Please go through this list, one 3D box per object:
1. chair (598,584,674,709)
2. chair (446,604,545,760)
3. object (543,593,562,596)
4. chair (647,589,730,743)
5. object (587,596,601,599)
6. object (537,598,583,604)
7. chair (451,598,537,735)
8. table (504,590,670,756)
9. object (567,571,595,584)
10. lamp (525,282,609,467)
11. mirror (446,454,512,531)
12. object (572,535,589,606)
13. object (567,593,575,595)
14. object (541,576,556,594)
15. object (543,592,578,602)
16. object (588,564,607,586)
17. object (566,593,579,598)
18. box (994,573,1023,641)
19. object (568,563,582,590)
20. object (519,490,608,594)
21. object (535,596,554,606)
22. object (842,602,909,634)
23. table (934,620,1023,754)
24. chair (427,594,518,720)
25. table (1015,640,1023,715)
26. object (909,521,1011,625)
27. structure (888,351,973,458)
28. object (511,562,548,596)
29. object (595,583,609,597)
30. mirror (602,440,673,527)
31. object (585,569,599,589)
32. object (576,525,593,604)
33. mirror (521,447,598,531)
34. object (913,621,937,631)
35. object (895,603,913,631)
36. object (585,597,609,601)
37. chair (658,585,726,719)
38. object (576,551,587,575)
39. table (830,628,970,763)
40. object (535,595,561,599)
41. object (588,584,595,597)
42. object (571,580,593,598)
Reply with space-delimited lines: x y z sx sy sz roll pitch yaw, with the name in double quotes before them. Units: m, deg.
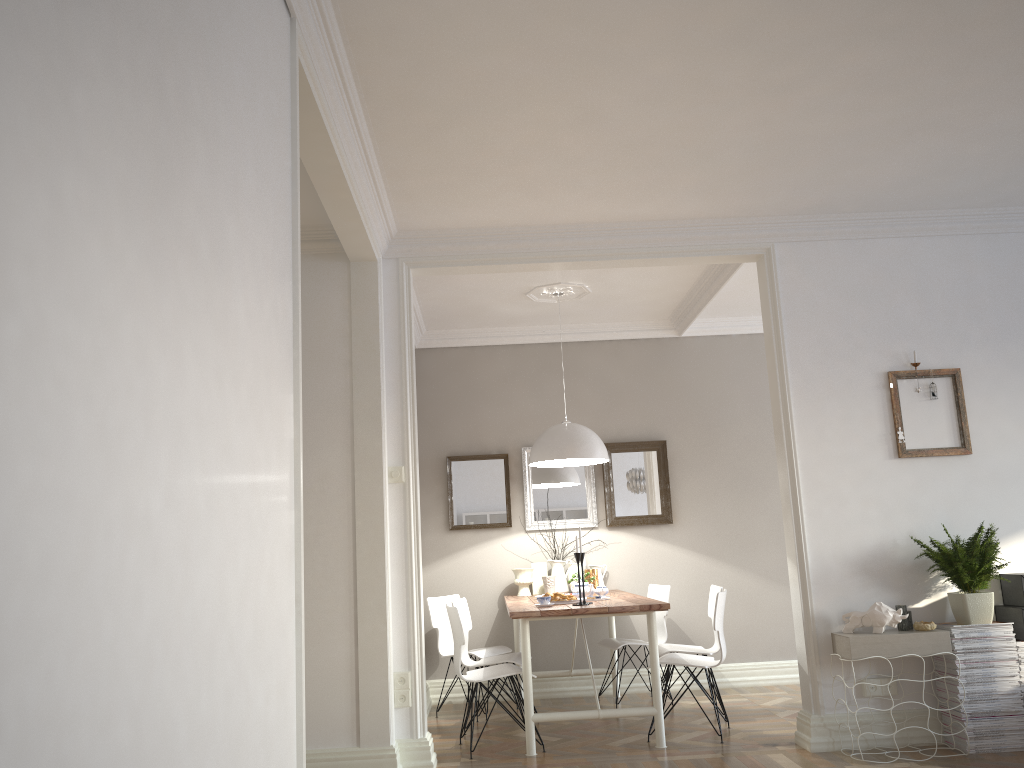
"chair" 0.855 1.807 6.165 0.479 0.783 0.433 -1 -10 -12
"chair" -0.111 1.622 4.948 0.479 0.783 0.433 -1 -10 -12
"object" 0.256 1.354 5.632 0.129 0.038 0.129 -4 -11 3
"chair" 1.007 1.580 5.030 0.479 0.783 0.432 -6 -11 18
"object" 0.511 1.301 5.383 0.100 0.025 0.066 2 -12 -24
"object" 0.291 1.289 5.256 0.287 0.019 0.288 0 -11 -14
"chair" -0.109 1.736 5.541 0.479 0.783 0.433 -4 -10 8
"table" 0.408 1.739 5.594 0.853 0.748 1.992 -3 -11 -2
"object" 0.494 1.402 6.271 0.169 0.161 0.178 -11 -13 38
"lamp" 0.344 -0.059 5.941 0.530 1.179 0.531 -4 -10 6
"mirror" -0.250 0.820 6.739 0.474 0.556 0.052 -3 -10 -2
"object" 0.374 1.040 4.976 0.095 0.395 0.095 -2 -10 -6
"object" 0.364 1.323 5.506 0.085 0.039 0.083 5 -13 -36
"object" 0.272 1.460 6.432 0.094 0.131 0.097 4 -13 -35
"object" 0.269 1.263 5.249 0.198 0.063 0.189 4 -13 -31
"object" 0.633 1.438 6.584 0.116 0.194 0.136 -8 -12 28
"object" 0.366 1.324 5.507 0.129 0.038 0.129 -3 -11 -2
"box" 2.705 1.108 4.447 0.419 0.315 0.299 -3 -10 -2
"object" 0.470 1.419 6.483 0.114 0.208 0.113 -3 -10 -2
"object" 0.389 1.143 6.531 0.698 0.779 0.353 1 -11 -19
"object" 0.192 1.231 5.028 0.137 0.056 0.116 -9 -12 28
"object" 1.788 1.150 4.370 0.311 0.150 0.137 -9 -12 28
"table" 2.300 1.480 4.373 0.321 0.595 0.247 -3 -10 -2
"chair" -0.281 1.852 6.094 0.479 0.783 0.432 -9 -12 29
"table" 2.611 1.513 4.374 0.327 0.498 0.247 -3 -10 -2
"object" 2.273 0.951 4.432 0.438 0.525 0.369 -3 -10 -2
"structure" 2.233 0.100 4.754 0.398 0.573 0.053 -2 -10 -4
"object" 0.130 1.434 6.514 0.173 0.227 0.310 -12 -14 40
"object" 0.581 1.335 5.748 0.090 0.086 0.090 -13 -14 42
"mirror" 0.951 0.759 6.770 0.503 0.635 0.049 -3 -10 -2
"object" 0.580 1.430 6.445 0.095 0.163 0.095 -11 -13 37
"object" 0.401 1.033 5.085 0.095 0.447 0.095 -2 -10 -6
"mirror" 0.360 0.786 6.762 0.544 0.630 0.047 -3 -10 -2
"object" 2.025 1.186 4.348 0.104 0.046 0.099 -13 -15 43
"object" 1.957 1.161 4.434 0.062 0.134 0.123 -11 -13 38
"object" 0.505 1.307 5.392 0.180 0.014 0.180 5 -13 -36
"chair" 1.107 1.681 5.581 0.479 0.783 0.433 -4 -10 3
"object" 0.519 1.395 6.611 0.091 0.300 0.091 -12 -13 41
"table" 1.871 1.504 4.321 0.553 0.574 0.299 -3 -10 -1
"object" 0.296 1.404 5.853 0.287 0.019 0.288 3 -12 -29
"object" 0.502 1.351 5.807 0.072 0.086 0.087 5 -13 -36
"object" 0.448 1.311 5.675 0.143 0.118 0.125 -3 -11 3
